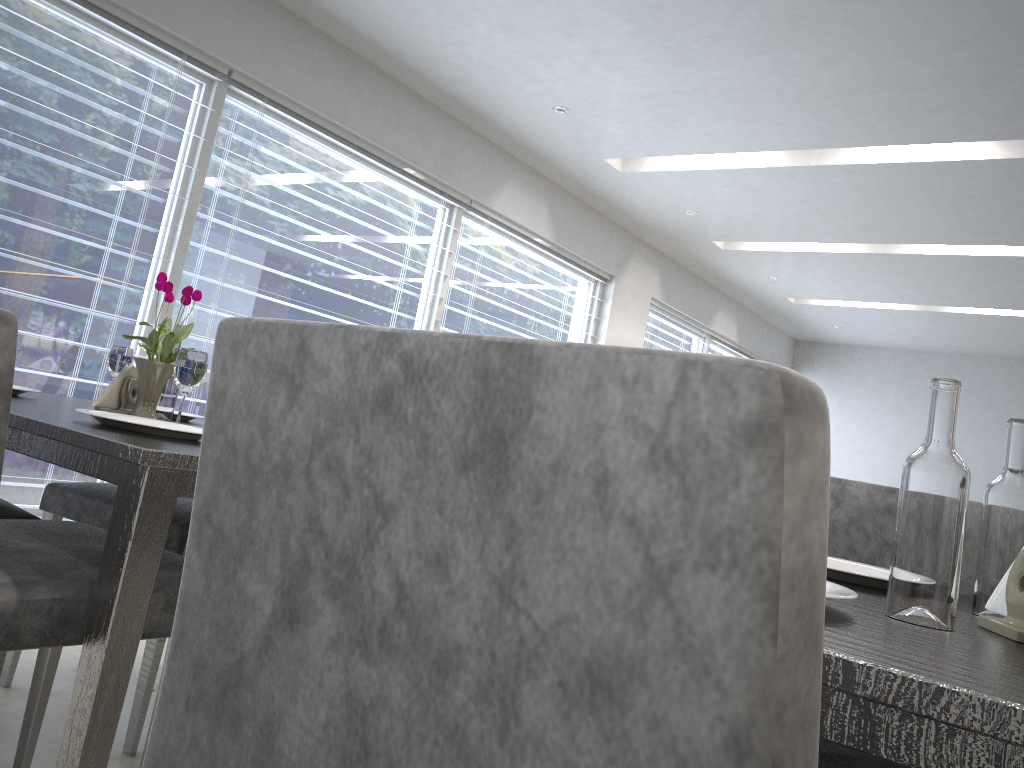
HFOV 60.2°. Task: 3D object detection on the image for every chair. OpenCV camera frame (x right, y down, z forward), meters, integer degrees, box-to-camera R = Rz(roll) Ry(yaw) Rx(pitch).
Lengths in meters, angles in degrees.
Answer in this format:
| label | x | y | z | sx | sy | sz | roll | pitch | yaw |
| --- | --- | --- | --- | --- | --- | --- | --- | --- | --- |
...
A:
| label | x | y | z | sx | sy | sz | roll | pitch | yaw |
| --- | --- | --- | --- | --- | --- | --- | --- | --- | --- |
| chair | -0.744 | 0.349 | 2.072 | 0.479 | 0.770 | 0.485 | 6 | -8 | 31 |
| chair | 0.042 | 0.389 | 0.547 | 0.478 | 0.770 | 0.486 | 4 | -9 | 41 |
| chair | -0.688 | 0.300 | 1.227 | 0.479 | 0.770 | 0.485 | 6 | -8 | 31 |
| chair | -1.145 | 0.233 | 1.492 | 0.478 | 0.770 | 0.486 | 4 | -9 | 41 |
| chair | -0.309 | 0.408 | 1.744 | 0.478 | 0.770 | 0.486 | 4 | -9 | 41 |
| chair | 0.436 | 0.505 | 1.135 | 0.479 | 0.770 | 0.485 | 6 | -8 | 31 |

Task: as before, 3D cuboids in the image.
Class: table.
| label | x | y | z | sx | sy | sz | roll | pitch | yaw |
| --- | --- | --- | --- | --- | --- | --- | --- | --- | --- |
| table | -0.735 | 0.383 | 1.618 | 1.193 | 0.641 | 0.767 | 7 | -7 | 36 |
| table | 0.452 | 0.540 | 0.673 | 1.193 | 0.641 | 0.767 | 7 | -7 | 36 |

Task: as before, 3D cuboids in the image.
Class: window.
| label | x | y | z | sx | sy | sz | roll | pitch | yaw |
| --- | --- | --- | --- | --- | --- | --- | --- | --- | --- |
| window | -1.534 | -0.399 | 3.863 | 0.159 | 2.093 | 7.013 | 5 | -7 | 36 |
| window | 1.850 | 0.575 | 8.631 | 0.159 | 2.094 | 3.613 | 5 | -8 | 36 |

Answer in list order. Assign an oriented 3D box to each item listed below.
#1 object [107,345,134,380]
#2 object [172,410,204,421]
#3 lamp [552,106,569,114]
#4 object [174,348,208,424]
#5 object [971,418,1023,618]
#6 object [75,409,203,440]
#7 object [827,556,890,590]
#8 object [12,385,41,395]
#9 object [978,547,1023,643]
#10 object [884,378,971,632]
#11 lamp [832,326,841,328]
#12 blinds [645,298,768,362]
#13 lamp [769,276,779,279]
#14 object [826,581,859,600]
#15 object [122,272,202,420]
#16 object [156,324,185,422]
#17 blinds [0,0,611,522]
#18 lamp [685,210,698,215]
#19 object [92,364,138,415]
| label | x | y | z | sx | sy | sz | roll | pitch | yaw |
| --- | --- | --- | --- | --- | --- | --- | --- | --- | --- |
| object | -0.924 | -0.019 | 2.062 | 0.053 | 0.141 | 0.053 | 11 | -8 | -6 |
| object | -0.798 | 0.063 | 1.986 | 0.217 | 0.015 | 0.214 | 10 | -4 | 14 |
| lamp | 0.258 | -1.455 | 4.699 | 0.089 | 0.007 | 0.088 | 11 | -4 | -9 |
| object | -0.555 | 0.011 | 1.503 | 0.053 | 0.141 | 0.053 | 11 | -8 | -6 |
| object | 0.500 | 0.136 | 0.887 | 0.051 | 0.203 | 0.052 | 12 | -8 | -11 |
| object | -0.544 | 0.065 | 1.335 | 0.217 | 0.015 | 0.214 | 10 | -4 | 14 |
| object | 0.390 | 0.220 | 1.041 | 0.217 | 0.015 | 0.214 | 9 | -4 | 16 |
| object | -1.015 | 0.001 | 1.680 | 0.217 | 0.015 | 0.214 | 10 | -4 | 14 |
| object | 0.449 | 0.167 | 0.747 | 0.070 | 0.101 | 0.201 | 10 | -5 | 6 |
| object | 0.346 | 0.095 | 0.728 | 0.051 | 0.203 | 0.052 | 12 | -8 | -11 |
| lamp | 3.297 | -0.581 | 8.979 | 0.089 | 0.007 | 0.088 | 11 | -4 | -9 |
| blinds | 1.945 | 0.562 | 8.580 | 0.045 | 2.064 | 3.605 | 5 | -8 | 36 |
| lamp | 2.204 | -0.895 | 7.439 | 0.089 | 0.007 | 0.088 | 11 | -4 | -9 |
| object | 0.172 | 0.157 | 0.735 | 0.217 | 0.015 | 0.214 | 9 | -4 | 16 |
| object | -0.667 | -0.069 | 1.670 | 0.155 | 0.279 | 0.102 | 6 | -9 | 33 |
| object | -0.710 | -0.025 | 1.836 | 0.052 | 0.203 | 0.051 | 10 | -8 | 1 |
| blinds | -1.451 | -0.415 | 3.797 | 0.045 | 2.063 | 7.008 | 5 | -7 | 36 |
| lamp | 1.228 | -1.176 | 6.064 | 0.089 | 0.007 | 0.088 | 11 | -4 | -9 |
| object | -0.738 | 0.010 | 1.692 | 0.070 | 0.101 | 0.201 | 10 | -5 | 6 |
